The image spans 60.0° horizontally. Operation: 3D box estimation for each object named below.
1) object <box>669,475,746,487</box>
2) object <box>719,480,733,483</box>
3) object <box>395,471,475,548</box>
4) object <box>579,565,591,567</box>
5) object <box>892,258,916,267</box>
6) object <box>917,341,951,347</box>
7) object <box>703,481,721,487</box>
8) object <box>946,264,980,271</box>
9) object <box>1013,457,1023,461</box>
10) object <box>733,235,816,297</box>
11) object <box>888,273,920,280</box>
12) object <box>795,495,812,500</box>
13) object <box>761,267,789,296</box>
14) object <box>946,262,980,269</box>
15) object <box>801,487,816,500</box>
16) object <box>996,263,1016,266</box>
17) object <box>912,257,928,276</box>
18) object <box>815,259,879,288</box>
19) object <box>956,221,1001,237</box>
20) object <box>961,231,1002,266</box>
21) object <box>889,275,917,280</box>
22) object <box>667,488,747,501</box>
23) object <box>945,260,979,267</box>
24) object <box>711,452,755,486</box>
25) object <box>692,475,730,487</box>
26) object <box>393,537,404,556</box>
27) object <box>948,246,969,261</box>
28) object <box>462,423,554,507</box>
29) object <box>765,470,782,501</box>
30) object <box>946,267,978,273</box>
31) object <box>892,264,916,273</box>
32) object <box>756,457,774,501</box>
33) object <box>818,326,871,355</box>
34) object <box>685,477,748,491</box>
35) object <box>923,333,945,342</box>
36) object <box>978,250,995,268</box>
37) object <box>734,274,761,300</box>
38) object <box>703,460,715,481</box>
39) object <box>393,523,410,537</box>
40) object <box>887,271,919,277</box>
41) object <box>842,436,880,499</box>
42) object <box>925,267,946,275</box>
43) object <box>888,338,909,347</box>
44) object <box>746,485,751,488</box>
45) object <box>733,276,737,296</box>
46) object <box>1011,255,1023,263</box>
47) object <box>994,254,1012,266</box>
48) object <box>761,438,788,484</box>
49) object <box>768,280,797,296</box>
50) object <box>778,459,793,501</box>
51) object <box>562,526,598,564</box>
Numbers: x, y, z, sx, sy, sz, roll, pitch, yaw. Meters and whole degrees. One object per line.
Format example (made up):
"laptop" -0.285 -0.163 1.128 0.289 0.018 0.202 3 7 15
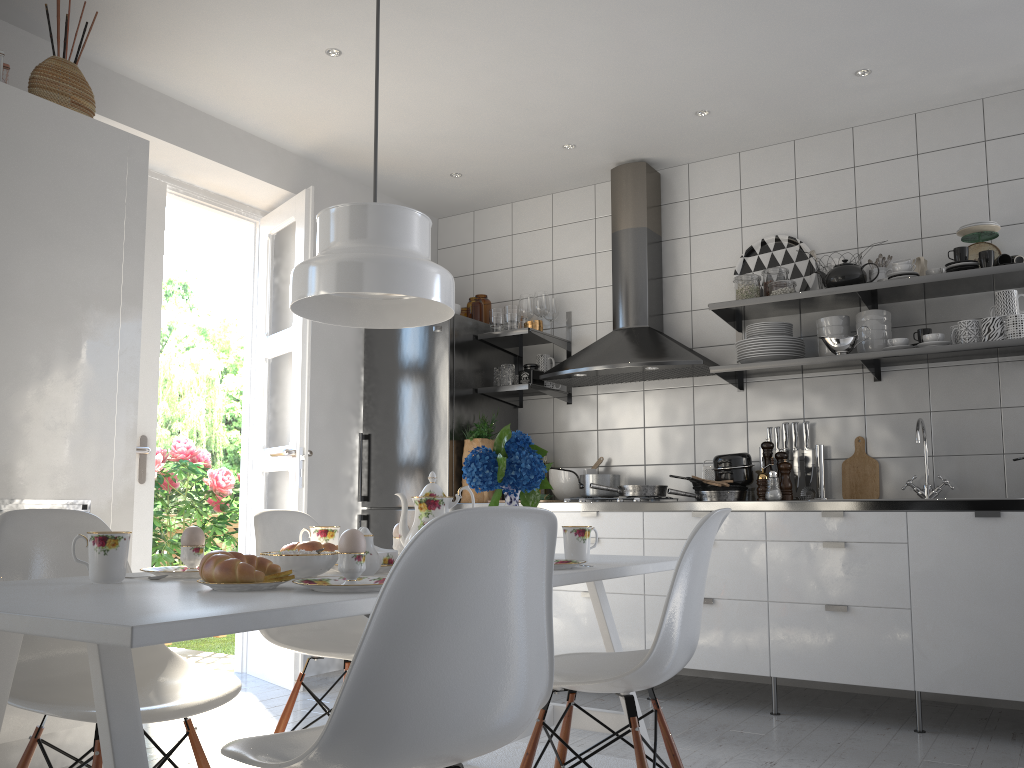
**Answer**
"object" 0.896 0.448 3.963 0.246 0.080 0.357 -7 -10 40
"object" 0.903 0.443 3.936 0.065 0.021 0.338 1 -8 -4
"object" -0.188 0.326 2.147 0.140 0.229 0.149 5 -9 -39
"object" 0.135 0.441 2.178 0.140 0.011 0.032 -6 -10 36
"object" 1.608 -0.489 3.647 0.078 0.067 0.083 7 -10 -42
"object" 1.679 -0.150 3.525 0.121 0.021 0.121 -6 -10 37
"object" 0.856 0.435 3.912 0.064 0.044 0.336 0 -8 -1
"object" 1.786 -0.448 3.513 0.121 0.021 0.121 -6 -10 37
"object" 2.090 0.290 3.406 0.371 0.168 0.203 -1 -7 10
"object" 1.253 -0.521 4.237 0.395 0.392 0.053 -5 -8 32
"object" 1.610 -0.430 3.641 0.121 0.021 0.121 -6 -10 37
"object" 1.295 0.507 3.934 0.072 0.031 0.070 -5 -9 32
"object" 1.204 -0.438 4.044 0.121 0.170 0.122 5 -9 -38
"object" 1.787 -0.458 3.513 0.121 0.023 0.121 4 -9 -26
"object" 1.336 0.496 3.989 0.069 0.068 0.029 -5 -8 37
"object" 1.933 -0.447 3.459 0.121 0.021 0.121 -6 -10 37
"object" 1.737 -0.464 3.792 0.116 0.151 0.128 4 -8 -31
"object" 1.428 -0.461 3.781 0.178 0.142 0.201 2 -8 -16
"object" 1.939 -0.636 3.685 0.163 0.046 0.165 1 -8 -8
"object" 1.937 -0.512 3.660 0.159 0.208 0.186 -4 -8 32
"object" 1.610 -0.421 3.640 0.121 0.021 0.121 -6 -10 37
"object" 0.880 0.502 3.994 0.351 0.060 0.233 -2 -8 11
"object" 1.785 -0.467 3.516 0.121 0.023 0.121 2 -8 -17
"object" 0.992 0.386 3.978 0.190 0.158 0.198 1 -7 -6
"object" 0.872 0.429 3.915 0.059 0.060 0.335 1 -8 -10
"object" -0.301 0.447 2.418 0.048 0.057 0.048 2 -7 -17
"object" 1.780 -0.501 3.524 0.055 0.078 0.071 5 -9 -37
"object" -0.009 0.298 2.453 0.266 0.375 0.237 -5 -8 34
"object" 1.122 0.437 3.805 0.069 0.134 0.069 -1 -7 12
"object" 1.787 -0.439 3.511 0.121 0.021 0.122 -1 -8 10
"object" 1.607 -0.460 3.644 0.079 0.049 0.082 -1 -8 5
"object" 1.108 0.418 3.871 0.080 0.191 0.058 -3 -7 21
"object" 1.406 -0.175 3.745 0.210 0.134 0.102 -2 -7 15
"object" 0.885 0.463 3.968 0.347 0.082 0.244 2 -8 -16
"object" 1.678 -0.171 3.526 0.079 0.047 0.083 -8 -11 44
"object" 1.849 -0.477 3.442 0.055 0.076 0.070 0 -7 -4
"object" 1.066 -0.422 4.009 0.121 0.129 0.122 -2 -7 18
"object" 0.961 0.464 4.228 0.101 0.200 0.081 -3 -7 22
"object" -0.301 0.410 2.422 0.048 0.062 0.048 -5 -8 36
"object" 1.607 -0.440 3.644 0.121 0.024 0.121 -4 -9 28
"object" 1.554 0.378 3.954 0.157 0.292 0.047 -4 -7 32
"object" 1.738 -0.443 3.632 0.079 0.047 0.083 -8 -11 44
"object" 1.578 -0.158 3.617 0.079 0.047 0.083 -4 -8 25
"object" 1.077 0.461 4.211 0.081 0.200 0.101 5 -8 -37
"object" 1.103 -0.420 4.168 0.121 0.170 0.122 5 -9 -38
"object" 1.956 -0.479 3.459 0.069 0.058 0.083 -1 -8 10
"object" 1.919 -0.472 3.467 0.069 0.058 0.080 -1 -7 5
"object" 1.168 0.381 3.935 0.124 0.281 0.061 -5 -8 37
"object" 1.195 -0.410 3.915 0.121 0.079 0.122 -3 -8 18
"object" 1.187 0.418 3.845 0.058 0.183 0.059 3 -7 -29
"object" 0.169 0.413 2.278 0.078 0.095 0.091 -3 -8 26
